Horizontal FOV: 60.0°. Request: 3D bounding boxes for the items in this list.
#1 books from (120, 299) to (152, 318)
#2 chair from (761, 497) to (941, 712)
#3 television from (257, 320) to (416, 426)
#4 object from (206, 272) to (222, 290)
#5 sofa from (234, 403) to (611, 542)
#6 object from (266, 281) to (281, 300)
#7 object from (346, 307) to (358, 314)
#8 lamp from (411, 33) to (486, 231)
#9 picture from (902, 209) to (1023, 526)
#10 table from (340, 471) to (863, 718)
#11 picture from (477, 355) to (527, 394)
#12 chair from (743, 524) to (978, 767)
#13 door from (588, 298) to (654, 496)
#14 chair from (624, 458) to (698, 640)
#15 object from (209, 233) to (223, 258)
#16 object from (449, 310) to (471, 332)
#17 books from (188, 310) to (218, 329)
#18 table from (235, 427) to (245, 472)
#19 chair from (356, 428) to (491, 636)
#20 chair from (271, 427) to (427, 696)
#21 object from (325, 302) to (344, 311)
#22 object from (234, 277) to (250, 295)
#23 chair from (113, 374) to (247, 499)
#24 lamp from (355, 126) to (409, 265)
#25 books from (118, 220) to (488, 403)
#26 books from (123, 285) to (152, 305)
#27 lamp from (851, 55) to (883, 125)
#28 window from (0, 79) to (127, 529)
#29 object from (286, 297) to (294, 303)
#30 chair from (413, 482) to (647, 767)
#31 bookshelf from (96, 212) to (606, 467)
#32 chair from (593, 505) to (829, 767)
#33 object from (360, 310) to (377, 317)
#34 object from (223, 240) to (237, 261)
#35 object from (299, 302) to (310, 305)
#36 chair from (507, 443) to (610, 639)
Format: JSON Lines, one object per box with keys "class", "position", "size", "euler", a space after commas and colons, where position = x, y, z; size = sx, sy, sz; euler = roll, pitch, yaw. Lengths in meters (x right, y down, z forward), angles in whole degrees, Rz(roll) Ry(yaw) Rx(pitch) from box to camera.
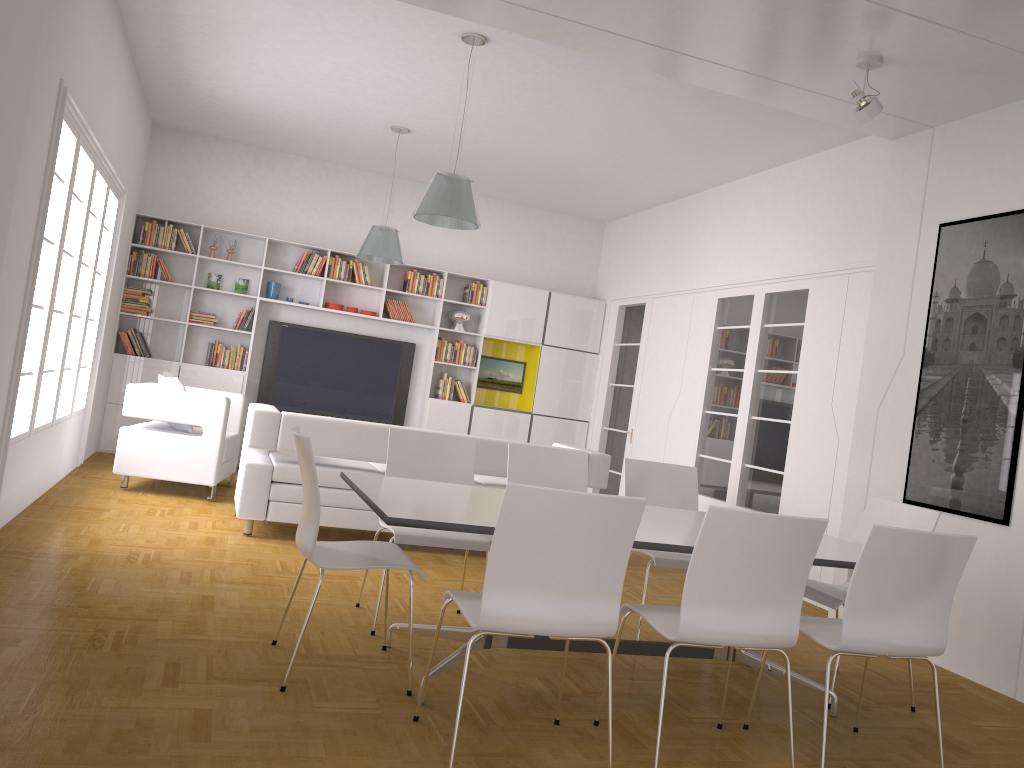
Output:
{"class": "books", "position": [-3.930, -0.783, 9.288], "size": [0.283, 0.153, 0.207], "euler": [9, -1, -18]}
{"class": "chair", "position": [1.666, 1.028, 4.341], "size": [0.575, 0.932, 0.561], "euler": [9, -2, -18]}
{"class": "television", "position": [-1.980, -0.050, 10.034], "size": [1.658, 1.088, 0.082], "euler": [9, -2, -18]}
{"class": "object", "position": [-3.232, -1.106, 9.620], "size": [0.144, 0.190, 0.052], "euler": [9, -2, -18]}
{"class": "sofa", "position": [-0.663, 0.747, 6.624], "size": [2.620, 0.849, 0.822], "euler": [9, -1, -18]}
{"class": "object", "position": [-2.613, -1.014, 9.700], "size": [0.147, 0.192, 0.147], "euler": [9, -2, -29]}
{"class": "object", "position": [-1.798, -0.824, 9.984], "size": [0.128, 0.073, 0.129], "euler": [9, -1, -22]}
{"class": "lamp", "position": [-0.344, -1.686, 5.880], "size": [0.464, 1.250, 0.465], "euler": [9, -2, -19]}
{"class": "picture", "position": [2.701, -0.121, 5.218], "size": [0.013, 1.781, 0.787], "euler": [9, -2, -18]}
{"class": "table", "position": [0.469, 0.955, 3.926], "size": [2.408, 0.723, 1.211], "euler": [9, -1, -18]}
{"class": "picture", "position": [-0.138, -0.113, 10.681], "size": [0.608, 0.388, 0.007], "euler": [9, -2, -18]}
{"class": "chair", "position": [1.345, 0.977, 3.396], "size": [0.560, 0.932, 0.575], "euler": [9, -2, -18]}
{"class": "door", "position": [1.216, 0.264, 10.058], "size": [0.139, 2.456, 1.009], "euler": [9, -2, -18]}
{"class": "chair", "position": [0.869, 0.925, 4.879], "size": [0.560, 0.932, 0.575], "euler": [9, -2, -18]}
{"class": "object", "position": [-3.188, -1.476, 9.540], "size": [0.120, 0.279, 0.179], "euler": [9, -2, -13]}
{"class": "object", "position": [-0.619, -0.730, 10.371], "size": [0.256, 0.239, 0.257], "euler": [9, -1, -11]}
{"class": "books", "position": [-3.302, -0.687, 9.497], "size": [0.283, 0.153, 0.207], "euler": [9, -1, -18]}
{"class": "table", "position": [-1.948, 0.813, 9.574], "size": [1.971, 0.435, 0.437], "euler": [9, -1, -18]}
{"class": "chair", "position": [-0.409, 0.731, 4.454], "size": [0.560, 0.932, 0.575], "euler": [9, -2, -18]}
{"class": "chair", "position": [-0.669, 0.682, 3.565], "size": [0.575, 0.932, 0.561], "euler": [9, -2, -18]}
{"class": "object", "position": [-1.989, -0.859, 9.921], "size": [0.210, 0.073, 0.211], "euler": [9, -1, -43]}
{"class": "object", "position": [-2.961, -1.065, 9.710], "size": [0.144, 0.190, 0.052], "euler": [9, -2, -18]}
{"class": "chair", "position": [-2.760, 0.403, 7.512], "size": [0.801, 0.912, 1.096], "euler": [9, -1, -8]}
{"class": "lamp", "position": [-1.141, -1.774, 8.295], "size": [0.464, 1.250, 0.465], "euler": [9, -2, -19]}
{"class": "books", "position": [-2.214, -0.763, 9.840], "size": [3.858, 1.456, 0.235], "euler": [9, -2, -18]}
{"class": "books", "position": [-3.924, -0.932, 9.288], "size": [0.252, 0.153, 0.207], "euler": [9, -1, -18]}
{"class": "lamp", "position": [1.987, -1.624, 4.938], "size": [0.174, 0.364, 0.167], "euler": [8, -2, 24]}
{"class": "window", "position": [-3.214, -0.472, 6.339], "size": [0.195, 2.529, 3.352], "euler": [9, -1, -18]}
{"class": "object", "position": [-2.445, -0.919, 9.756], "size": [0.078, 0.056, 0.078], "euler": [8, -1, 7]}
{"class": "chair", "position": [0.067, 0.783, 2.971], "size": [0.560, 0.932, 0.575], "euler": [9, -2, -18]}
{"class": "bookshelf", "position": [-1.601, -0.164, 10.089], "size": [5.359, 2.481, 0.389], "euler": [9, -2, -18]}
{"class": "chair", "position": [0.725, 0.883, 3.190], "size": [0.560, 0.932, 0.575], "euler": [9, -2, -18]}
{"class": "object", "position": [-1.623, -0.794, 10.022], "size": [0.182, 0.054, 0.183], "euler": [9, -1, -22]}
{"class": "object", "position": [-3.082, -1.450, 9.593], "size": [0.179, 0.260, 0.119], "euler": [8, -2, 2]}
{"class": "object", "position": [-2.300, -0.885, 9.805], "size": [0.123, 0.032, 0.124], "euler": [9, -1, -33]}
{"class": "chair", "position": [0.211, 0.825, 4.660], "size": [0.560, 0.932, 0.575], "euler": [9, -2, -18]}
